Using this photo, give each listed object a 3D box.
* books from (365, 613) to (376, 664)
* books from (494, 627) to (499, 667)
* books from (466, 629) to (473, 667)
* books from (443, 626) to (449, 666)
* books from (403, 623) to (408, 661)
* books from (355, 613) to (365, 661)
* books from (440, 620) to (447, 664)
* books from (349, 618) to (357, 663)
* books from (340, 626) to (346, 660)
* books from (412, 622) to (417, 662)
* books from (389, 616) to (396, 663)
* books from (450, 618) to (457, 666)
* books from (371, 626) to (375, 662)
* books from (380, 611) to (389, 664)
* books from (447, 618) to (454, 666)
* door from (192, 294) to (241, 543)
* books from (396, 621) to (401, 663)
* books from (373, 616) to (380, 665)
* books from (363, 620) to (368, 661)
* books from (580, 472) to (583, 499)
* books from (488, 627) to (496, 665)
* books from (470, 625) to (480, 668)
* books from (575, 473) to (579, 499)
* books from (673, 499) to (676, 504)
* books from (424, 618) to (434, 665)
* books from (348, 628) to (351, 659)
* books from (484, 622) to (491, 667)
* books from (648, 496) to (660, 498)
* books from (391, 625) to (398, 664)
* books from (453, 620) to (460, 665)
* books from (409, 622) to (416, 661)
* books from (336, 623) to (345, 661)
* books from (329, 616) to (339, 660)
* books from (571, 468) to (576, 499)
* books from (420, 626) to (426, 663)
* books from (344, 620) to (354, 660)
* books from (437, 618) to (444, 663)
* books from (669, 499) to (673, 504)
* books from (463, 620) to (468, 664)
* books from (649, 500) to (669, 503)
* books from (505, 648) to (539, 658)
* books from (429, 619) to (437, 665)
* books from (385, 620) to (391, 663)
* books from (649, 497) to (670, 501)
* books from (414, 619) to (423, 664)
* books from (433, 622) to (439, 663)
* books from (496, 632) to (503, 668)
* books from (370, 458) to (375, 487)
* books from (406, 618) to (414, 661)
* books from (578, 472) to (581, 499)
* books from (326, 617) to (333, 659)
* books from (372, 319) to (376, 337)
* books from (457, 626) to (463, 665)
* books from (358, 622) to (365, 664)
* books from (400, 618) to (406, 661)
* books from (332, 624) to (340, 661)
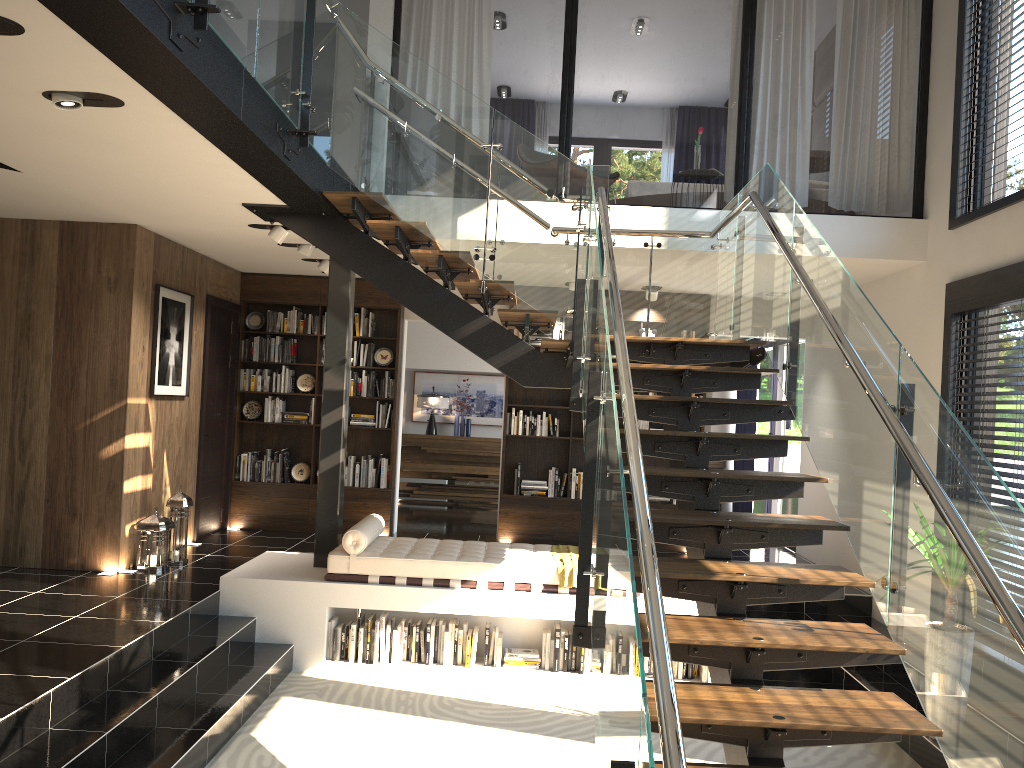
[{"bbox_3d":[-1.035,1.863,6.501,0.030,0.322,0.203,3,-1,1],"label":"books"},{"bbox_3d":[-0.115,1.944,6.564,0.020,0.257,0.154,3,-1,1],"label":"books"},{"bbox_3d":[-0.316,1.945,6.536,0.028,0.232,0.205,3,-1,1],"label":"books"},{"bbox_3d":[-0.481,1.930,6.542,0.027,0.246,0.193,3,-1,1],"label":"books"},{"bbox_3d":[-0.786,1.916,6.602,0.026,0.247,0.149,3,-1,1],"label":"books"},{"bbox_3d":[-1.118,1.863,6.535,0.029,0.314,0.163,3,-1,1],"label":"books"},{"bbox_3d":[-0.505,1.909,6.566,0.025,0.287,0.169,3,-1,1],"label":"books"},{"bbox_3d":[-1.152,1.882,6.508,0.035,0.273,0.200,3,-1,1],"label":"books"},{"bbox_3d":[-1.234,1.909,6.544,0.029,0.211,0.130,3,-1,1],"label":"books"},{"bbox_3d":[-0.716,1.911,6.568,0.019,0.261,0.183,3,-1,1],"label":"books"},{"bbox_3d":[-0.878,1.876,6.525,0.021,0.313,0.139,3,-1,1],"label":"books"},{"bbox_3d":[-0.430,1.904,6.553,0.020,0.305,0.172,3,-1,1],"label":"books"},{"bbox_3d":[-1.008,1.907,6.523,0.029,0.237,0.147,3,-1,1],"label":"books"},{"bbox_3d":[-0.939,1.860,6.517,0.051,0.338,0.187,3,-1,1],"label":"books"},{"bbox_3d":[-0.453,1.903,6.559,0.026,0.305,0.187,3,-1,1],"label":"books"},{"bbox_3d":[-2.954,0.336,8.813,0.104,2.347,0.931,3,-1,1],"label":"door"},{"bbox_3d":[-0.829,1.900,6.535,0.021,0.270,0.148,3,-1,1],"label":"books"},{"bbox_3d":[-0.978,1.872,6.498,0.028,0.309,0.211,3,-1,1],"label":"books"},{"bbox_3d":[-1.064,1.883,6.530,0.028,0.279,0.120,3,-1,1],"label":"books"},{"bbox_3d":[0.729,1.062,9.289,0.030,0.276,0.160,3,-1,1],"label":"books"},{"bbox_3d":[-0.147,1.946,6.591,0.045,0.251,0.142,3,-1,1],"label":"books"},{"bbox_3d":[-0.276,1.935,6.544,0.050,0.258,0.215,3,-1,1],"label":"books"},{"bbox_3d":[0.674,1.066,9.298,0.030,0.262,0.173,3,-1,1],"label":"books"},{"bbox_3d":[1.693,1.086,9.276,0.030,0.326,0.195,3,-1,1],"label":"books"},{"bbox_3d":[-0.611,1.897,6.547,0.033,0.299,0.196,3,-1,1],"label":"books"},{"bbox_3d":[-1.179,1.905,6.539,0.020,0.225,0.156,3,-1,1],"label":"books"},{"bbox_3d":[-0.184,1.927,6.575,0.030,0.284,0.176,3,-1,1],"label":"books"},{"bbox_3d":[1.499,1.171,9.299,0.250,0.026,0.148,3,-1,-2],"label":"books"},{"bbox_3d":[-0.855,1.913,6.521,0.029,0.240,0.165,3,-1,1],"label":"books"},{"bbox_3d":[-0.409,1.911,6.557,0.023,0.293,0.157,3,-1,1],"label":"books"},{"bbox_3d":[-0.737,1.912,6.585,0.023,0.260,0.133,3,-1,1],"label":"books"},{"bbox_3d":[-1.262,1.892,6.517,0.027,0.241,0.150,3,-1,1],"label":"books"},{"bbox_3d":[-1.310,1.868,6.529,0.024,0.286,0.130,3,-1,1],"label":"books"},{"bbox_3d":[0.643,1.040,9.288,0.035,0.312,0.160,3,-1,1],"label":"books"},{"bbox_3d":[-0.654,1.928,6.571,0.050,0.234,0.149,3,-1,1],"label":"books"},{"bbox_3d":[-1.203,1.888,6.547,0.030,0.256,0.145,3,-1,1],"label":"books"},{"bbox_3d":[-0.528,1.898,6.575,0.023,0.308,0.126,3,-1,1],"label":"books"},{"bbox_3d":[1.664,1.124,9.274,0.026,0.247,0.149,3,-1,1],"label":"books"},{"bbox_3d":[-0.346,1.914,6.581,0.036,0.293,0.128,3,-1,1],"label":"books"},{"bbox_3d":[1.496,1.227,9.296,0.273,0.025,0.156,3,-1,-1],"label":"books"},{"bbox_3d":[0.073,1.996,6.577,0.249,0.026,0.148,3,-1,-1],"label":"books"},{"bbox_3d":[-0.582,1.902,6.560,0.025,0.293,0.205,3,-1,1],"label":"books"},{"bbox_3d":[-0.902,1.890,6.516,0.025,0.282,0.149,3,-1,1],"label":"books"},{"bbox_3d":[1.497,1.198,9.288,0.286,0.030,0.176,3,-1,0],"label":"books"},{"bbox_3d":[-0.692,1.902,6.559,0.028,0.282,0.173,3,-1,1],"label":"books"},{"bbox_3d":[-0.555,1.915,6.577,0.029,0.271,0.128,3,-1,1],"label":"books"},{"bbox_3d":[-0.091,1.965,6.564,0.030,0.218,0.186,3,-1,1],"label":"books"},{"bbox_3d":[-1.474,0.939,9.386,0.011,0.300,0.154,3,-1,1],"label":"books"},{"bbox_3d":[-0.760,1.898,6.600,0.025,0.285,0.137,3,-1,1],"label":"books"},{"bbox_3d":[0.703,1.062,9.315,0.025,0.274,0.150,3,-1,1],"label":"books"},{"bbox_3d":[-1.335,1.874,6.546,0.025,0.270,0.156,3,-1,1],"label":"books"},{"bbox_3d":[-1.471,-0.586,9.440,0.022,0.195,0.135,3,-1,1],"label":"books"},{"bbox_3d":[-0.381,1.933,6.571,0.034,0.252,0.151,3,-1,1],"label":"books"},{"bbox_3d":[-1.093,1.894,6.498,0.027,0.254,0.204,3,-1,1],"label":"books"},{"bbox_3d":[-0.807,1.889,6.557,0.020,0.295,0.102,3,-1,1],"label":"books"},{"bbox_3d":[-1.288,1.897,6.514,0.024,0.229,0.171,3,-1,1],"label":"books"}]
